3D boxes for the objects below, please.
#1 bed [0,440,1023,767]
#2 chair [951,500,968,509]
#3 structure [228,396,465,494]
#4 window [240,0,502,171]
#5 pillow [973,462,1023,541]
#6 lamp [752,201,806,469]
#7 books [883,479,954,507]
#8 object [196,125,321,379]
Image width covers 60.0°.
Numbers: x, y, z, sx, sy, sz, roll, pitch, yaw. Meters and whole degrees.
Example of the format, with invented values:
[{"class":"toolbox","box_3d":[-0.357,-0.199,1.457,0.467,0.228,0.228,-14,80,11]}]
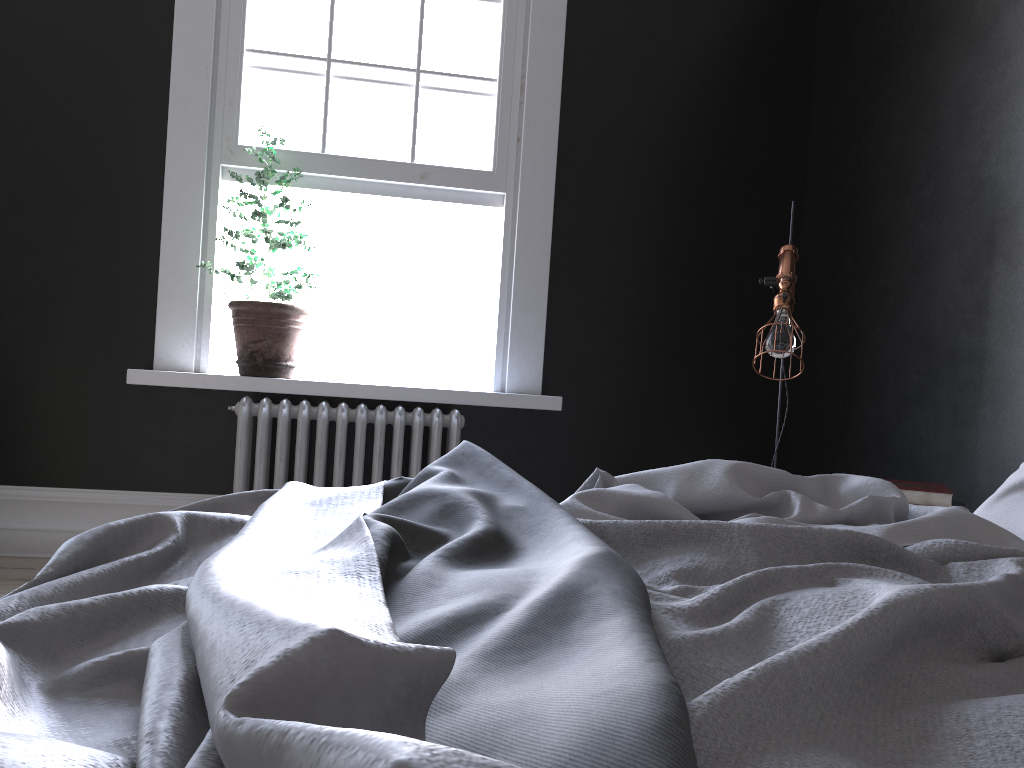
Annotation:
[{"class":"bed","box_3d":[0.396,0.321,1.444,3.285,1.298,2.764,4,0,-21]},{"class":"chair","box_3d":[1.201,0.697,2.820,0.613,0.673,0.613,4,0,35]},{"class":"structure","box_3d":[-0.767,0.508,4.149,1.141,0.849,0.276,4,1,-9]},{"class":"window","box_3d":[-0.675,-1.510,4.326,1.263,1.017,0.056,4,1,-9]},{"class":"pillow","box_3d":[1.512,0.209,1.562,0.680,0.760,1.829,4,0,-9]},{"class":"lamp","box_3d":[1.220,0.143,3.882,0.437,1.779,1.718,4,1,29]},{"class":"books","box_3d":[1.225,0.339,2.803,0.275,0.045,0.346,4,0,21]},{"class":"object","box_3d":[-1.137,-0.597,4.125,0.474,1.134,0.505,4,1,31]}]
